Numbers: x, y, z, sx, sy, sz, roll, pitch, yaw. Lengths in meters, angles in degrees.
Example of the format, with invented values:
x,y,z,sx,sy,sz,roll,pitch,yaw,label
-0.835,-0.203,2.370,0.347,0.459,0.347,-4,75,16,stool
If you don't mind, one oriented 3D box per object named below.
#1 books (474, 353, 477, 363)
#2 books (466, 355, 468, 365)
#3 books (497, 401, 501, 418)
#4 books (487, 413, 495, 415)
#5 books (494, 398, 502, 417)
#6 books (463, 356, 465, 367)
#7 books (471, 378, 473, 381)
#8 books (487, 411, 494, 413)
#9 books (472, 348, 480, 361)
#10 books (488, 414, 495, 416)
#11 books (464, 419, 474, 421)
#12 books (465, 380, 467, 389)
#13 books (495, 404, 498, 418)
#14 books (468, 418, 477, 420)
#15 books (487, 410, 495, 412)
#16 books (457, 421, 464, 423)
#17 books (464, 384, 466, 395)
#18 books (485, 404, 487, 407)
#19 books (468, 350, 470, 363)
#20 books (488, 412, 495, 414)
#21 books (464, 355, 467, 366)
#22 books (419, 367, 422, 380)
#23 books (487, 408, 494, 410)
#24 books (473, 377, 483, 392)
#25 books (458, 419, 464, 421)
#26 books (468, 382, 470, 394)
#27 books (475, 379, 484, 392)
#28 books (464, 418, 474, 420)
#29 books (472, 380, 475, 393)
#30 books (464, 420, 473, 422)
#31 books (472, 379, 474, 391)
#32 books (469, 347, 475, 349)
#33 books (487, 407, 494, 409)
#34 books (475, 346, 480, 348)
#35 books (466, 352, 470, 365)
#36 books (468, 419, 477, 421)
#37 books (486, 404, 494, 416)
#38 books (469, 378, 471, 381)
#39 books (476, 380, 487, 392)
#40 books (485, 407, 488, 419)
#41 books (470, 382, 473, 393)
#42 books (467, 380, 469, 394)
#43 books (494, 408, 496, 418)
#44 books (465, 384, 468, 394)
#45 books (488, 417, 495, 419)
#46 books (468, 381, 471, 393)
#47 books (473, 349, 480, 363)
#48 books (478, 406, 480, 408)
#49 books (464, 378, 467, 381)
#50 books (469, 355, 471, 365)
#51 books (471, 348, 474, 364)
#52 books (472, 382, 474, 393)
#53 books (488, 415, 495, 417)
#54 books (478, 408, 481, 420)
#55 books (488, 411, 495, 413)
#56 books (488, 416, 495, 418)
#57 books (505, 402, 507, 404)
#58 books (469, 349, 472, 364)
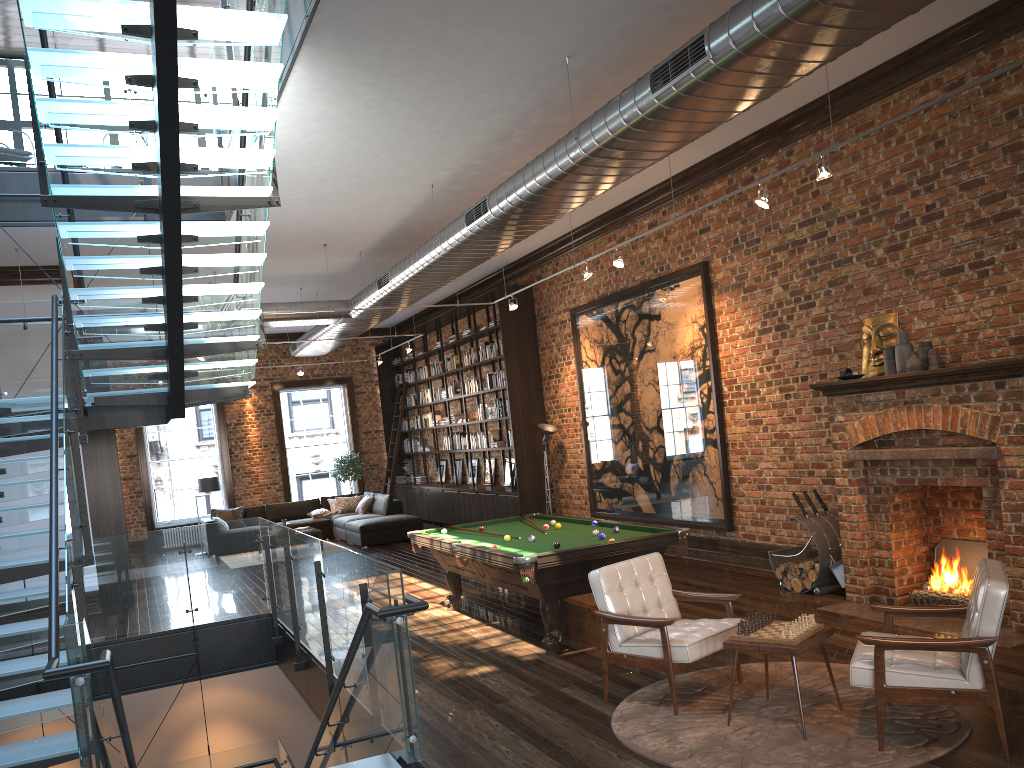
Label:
x,y,z,sx,sy,sz,roll,pitch,yaw,label
-0.582,-0.465,15.907,0.187,0.209,0.052,-6,2,-23,books
-0.752,-0.452,16.320,0.160,0.256,0.035,-6,2,-23,books
-0.164,0.434,15.232,0.166,0.283,0.072,-6,2,-23,books
-0.300,0.516,15.569,0.160,0.012,0.317,-5,-3,-28,books
-0.216,0.415,15.313,0.179,0.340,0.013,-6,2,-23,books
-0.823,-0.412,16.452,0.182,0.207,0.053,-6,2,-23,books
-0.670,0.033,16.292,0.154,0.285,0.015,-6,2,-23,books
-0.299,0.478,15.567,0.159,0.012,0.353,-5,-3,-26,books
-0.611,-0.505,15.967,0.188,0.298,0.015,-6,2,-23,books
-0.292,0.539,15.574,0.160,0.012,0.313,-5,-3,-22,books
-0.788,0.670,16.613,0.160,0.009,0.255,-5,-3,-25,books
-0.793,0.058,16.534,0.159,0.286,0.014,-6,2,-23,books
-0.193,0.463,15.296,0.178,0.237,0.036,-6,2,-23,books
-0.786,0.661,16.614,0.159,0.009,0.286,-5,-3,-24,books
-0.298,0.466,15.568,0.159,0.012,0.351,-5,-3,-22,books
-0.916,0.724,16.953,0.204,0.035,0.267,-5,-3,-23,books
-0.823,0.101,16.577,0.223,0.209,0.064,-6,1,-23,books
-0.396,0.494,15.821,0.128,0.271,0.034,-6,2,-23,books
-0.704,-0.481,16.207,0.167,0.293,0.028,-6,2,-23,books
-0.291,0.503,15.573,0.160,0.012,0.311,-5,-3,-24,books
-0.790,-0.432,16.378,0.173,0.230,0.014,-6,2,-23,books
-1.894,-0.222,18.923,0.163,0.298,0.029,-6,2,-23,books
-0.302,0.430,15.566,0.160,0.012,0.313,-5,-3,-22,books
-0.602,0.014,16.067,0.182,0.286,0.034,-6,2,-23,books
-0.911,0.682,16.955,0.173,0.018,0.239,-5,-3,-20,books
-0.726,0.069,16.409,0.165,0.236,0.014,-6,2,-23,books
-0.565,0.035,15.997,0.171,0.238,0.058,-6,2,-23,books
-0.792,0.652,16.611,0.160,0.009,0.255,-5,-3,-22,books
-0.618,0.043,16.132,0.185,0.238,0.035,-6,2,-23,books
-0.792,0.688,16.611,0.160,0.009,0.255,-5,-3,-20,books
-0.638,0.034,16.189,0.155,0.265,0.014,-6,2,-23,books
-0.670,-0.508,16.103,0.183,0.330,0.008,-6,2,-23,books
-0.303,0.418,15.566,0.159,0.012,0.351,-5,-3,-25,books
-0.595,-0.518,15.995,0.133,0.322,0.009,-7,2,-23,books
-0.735,-0.459,16.226,0.184,0.259,0.032,-6,2,-23,books
-0.784,0.678,16.614,0.159,0.009,0.286,-5,-3,-24,books
-0.373,0.490,15.758,0.137,0.268,0.034,-6,2,-23,books
-0.717,0.037,16.395,0.138,0.297,0.024,-7,2,-23,books
-0.544,0.041,15.975,0.181,0.219,0.051,-6,2,-23,books
-0.411,0.518,15.778,0.183,0.222,0.033,-6,2,-23,books
-0.662,0.066,16.213,0.180,0.209,0.024,-6,2,-23,books
-0.741,0.055,16.416,0.165,0.269,0.011,-6,2,-23,books
-0.218,0.435,15.326,0.183,0.301,0.013,-6,2,-23,books
-0.767,0.090,16.460,0.180,0.208,0.030,-6,2,-23,books
-0.291,0.588,15.574,0.159,0.012,0.353,-5,-3,-20,books
-0.713,0.062,16.351,0.159,0.242,0.031,-6,2,-23,books
-0.612,-0.496,15.953,0.179,0.279,0.009,-6,2,-23,books
-0.520,0.522,16.070,0.173,0.265,0.026,-6,2,-23,books
-0.841,0.050,16.667,0.142,0.324,0.116,-7,2,-23,books
-0.686,-0.441,16.121,0.187,0.201,0.021,-6,2,-23,books
-0.638,-0.504,16.025,0.182,0.308,0.009,-6,2,-23,books
-0.643,0.057,16.202,0.158,0.223,0.013,-6,2,-23,books
-0.295,0.552,15.573,0.160,0.012,0.315,-5,-3,-20,books
-0.509,0.542,16.034,0.186,0.220,0.016,-6,2,-23,books
-0.301,0.491,15.566,0.160,0.012,0.316,-5,-3,-20,books
-0.292,0.576,15.574,0.160,0.012,0.316,-5,-3,-27,books
-0.043,0.422,14.978,0.144,0.255,0.030,-6,2,-23,books
-0.679,-0.493,16.085,0.182,0.300,0.018,-6,2,-23,books
